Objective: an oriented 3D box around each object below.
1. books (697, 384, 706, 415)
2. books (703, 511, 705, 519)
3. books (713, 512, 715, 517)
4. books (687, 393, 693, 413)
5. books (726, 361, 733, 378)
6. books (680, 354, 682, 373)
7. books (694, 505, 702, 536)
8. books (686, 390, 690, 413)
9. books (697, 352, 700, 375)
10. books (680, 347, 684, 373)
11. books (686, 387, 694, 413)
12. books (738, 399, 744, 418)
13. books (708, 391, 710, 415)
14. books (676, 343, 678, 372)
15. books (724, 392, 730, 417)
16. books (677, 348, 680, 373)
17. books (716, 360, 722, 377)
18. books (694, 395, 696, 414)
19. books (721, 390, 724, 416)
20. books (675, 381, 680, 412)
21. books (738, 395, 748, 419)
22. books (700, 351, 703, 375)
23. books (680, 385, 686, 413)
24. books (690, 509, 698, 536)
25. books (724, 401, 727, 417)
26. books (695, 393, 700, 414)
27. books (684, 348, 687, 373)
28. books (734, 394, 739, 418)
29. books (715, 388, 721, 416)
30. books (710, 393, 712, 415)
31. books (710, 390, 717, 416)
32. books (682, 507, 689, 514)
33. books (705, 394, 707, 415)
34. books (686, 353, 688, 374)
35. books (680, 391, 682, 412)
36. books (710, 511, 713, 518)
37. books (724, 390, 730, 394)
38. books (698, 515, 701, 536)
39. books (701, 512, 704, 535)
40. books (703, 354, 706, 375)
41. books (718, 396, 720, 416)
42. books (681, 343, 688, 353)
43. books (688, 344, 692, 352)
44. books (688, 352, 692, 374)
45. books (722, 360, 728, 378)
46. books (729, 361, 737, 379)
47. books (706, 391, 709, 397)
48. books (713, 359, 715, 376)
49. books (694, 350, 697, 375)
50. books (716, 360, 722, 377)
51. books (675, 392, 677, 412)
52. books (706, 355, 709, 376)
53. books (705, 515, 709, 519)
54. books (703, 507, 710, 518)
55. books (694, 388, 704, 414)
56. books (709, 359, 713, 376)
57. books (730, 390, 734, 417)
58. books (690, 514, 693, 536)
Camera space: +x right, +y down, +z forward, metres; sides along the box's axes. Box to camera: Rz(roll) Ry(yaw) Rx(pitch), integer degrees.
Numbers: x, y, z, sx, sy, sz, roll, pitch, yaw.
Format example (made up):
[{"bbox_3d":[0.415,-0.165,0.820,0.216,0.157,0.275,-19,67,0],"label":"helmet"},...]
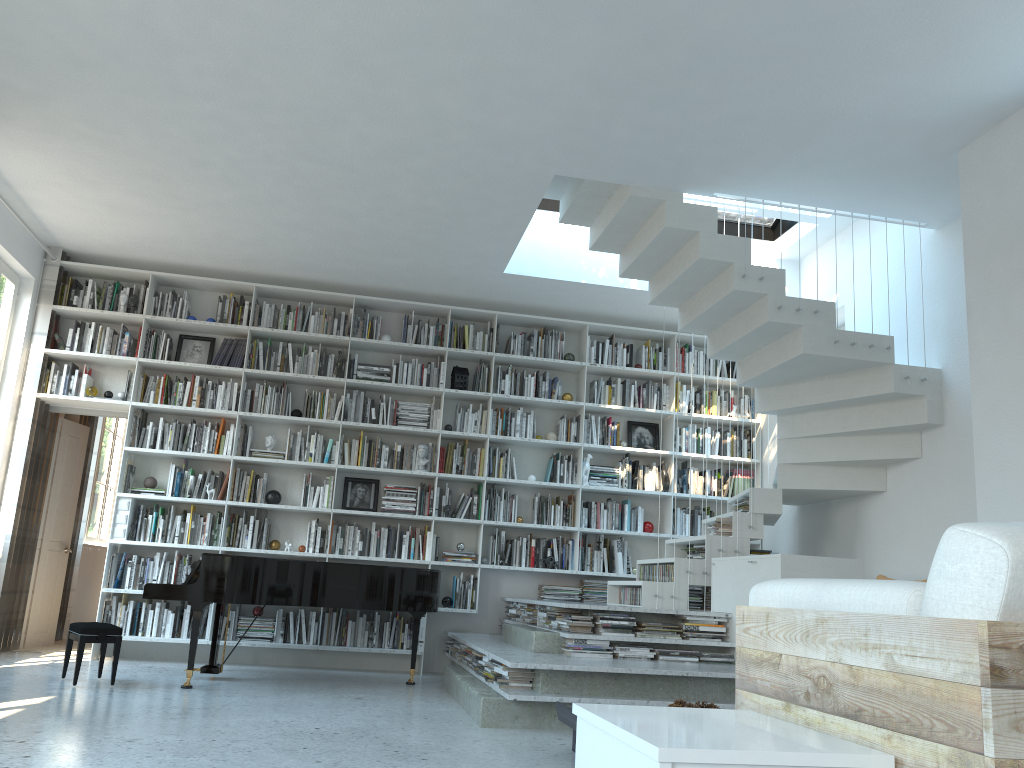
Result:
[{"bbox_3d":[1.754,0.164,8.223,0.022,0.296,0.152,6,-13,-10],"label":"books"},{"bbox_3d":[1.721,1.288,8.083,0.027,0.241,0.132,6,-13,-10],"label":"books"},{"bbox_3d":[1.808,1.295,8.085,0.013,0.239,0.166,6,-13,-10],"label":"books"},{"bbox_3d":[1.623,0.199,8.182,0.024,0.193,0.190,6,-13,-10],"label":"books"},{"bbox_3d":[2.046,-0.100,8.404,0.024,0.192,0.187,6,-13,-10],"label":"books"},{"bbox_3d":[1.560,-0.158,8.348,0.025,0.222,0.137,6,-13,-10],"label":"books"},{"bbox_3d":[1.691,1.256,8.073,0.013,0.296,0.141,6,-13,-10],"label":"books"},{"bbox_3d":[1.587,0.182,8.185,0.049,0.223,0.162,6,-13,-10],"label":"books"},{"bbox_3d":[1.731,-0.161,8.371,0.022,0.258,0.163,6,-13,-10],"label":"books"},{"bbox_3d":[1.584,-0.190,8.344,0.013,0.285,0.151,6,-13,-10],"label":"books"},{"bbox_3d":[1.646,0.170,8.208,0.023,0.263,0.158,6,-13,-10],"label":"books"},{"bbox_3d":[2.132,0.260,8.354,0.023,0.213,0.181,6,-13,-10],"label":"books"},{"bbox_3d":[1.802,0.200,8.235,0.012,0.237,0.166,6,-13,-10],"label":"books"},{"bbox_3d":[1.519,-0.212,8.326,0.011,0.312,0.173,6,-13,-10],"label":"books"},{"bbox_3d":[2.009,0.224,8.334,0.022,0.260,0.161,6,-13,-10],"label":"books"},{"bbox_3d":[1.541,-0.188,8.339,0.022,0.274,0.160,6,-13,-10],"label":"books"},{"bbox_3d":[1.932,-0.117,8.403,0.057,0.211,0.163,6,-13,-10],"label":"books"},{"bbox_3d":[1.666,0.214,8.246,0.038,0.198,0.171,6,-13,-10],"label":"books"},{"bbox_3d":[1.950,0.212,8.345,0.024,0.280,0.154,6,-13,-10],"label":"books"},{"bbox_3d":[1.512,0.139,8.176,0.010,0.293,0.183,6,-13,-10],"label":"books"},{"bbox_3d":[2.179,0.246,8.377,0.029,0.257,0.163,6,-13,-10],"label":"books"},{"bbox_3d":[1.756,-0.161,8.376,0.029,0.263,0.179,6,-13,-10],"label":"books"},{"bbox_3d":[1.554,0.156,8.172,0.026,0.262,0.189,6,-13,-10],"label":"books"},{"bbox_3d":[1.635,1.267,8.031,0.027,0.248,0.184,6,-13,-10],"label":"books"},{"bbox_3d":[1.976,0.263,8.339,0.034,0.182,0.157,6,-13,-10],"label":"books"},{"bbox_3d":[1.704,0.203,8.220,0.025,0.211,0.135,6,-13,-10],"label":"books"},{"bbox_3d":[1.598,-0.183,8.332,0.012,0.268,0.185,6,-13,-10],"label":"books"},{"bbox_3d":[2.087,0.237,8.353,0.070,0.253,0.154,6,-13,-10],"label":"books"},{"bbox_3d":[1.922,0.200,8.330,0.010,0.294,0.165,6,-13,-10],"label":"books"},{"bbox_3d":[1.816,0.206,8.226,0.013,0.222,0.175,6,-13,-10],"label":"books"},{"bbox_3d":[1.839,0.204,8.255,0.042,0.241,0.248,6,-13,-10],"label":"books"},{"bbox_3d":[1.579,1.260,8.056,0.024,0.266,0.133,6,-13,-10],"label":"books"},{"bbox_3d":[1.768,0.210,8.220,0.014,0.205,0.184,6,-13,-10],"label":"books"},{"bbox_3d":[1.613,-0.161,8.333,0.022,0.228,0.175,6,-13,-10],"label":"books"},{"bbox_3d":[1.526,0.184,8.170,0.024,0.205,0.166,6,-13,-10],"label":"books"},{"bbox_3d":[1.795,1.288,8.088,0.012,0.253,0.161,6,-13,-10],"label":"books"},{"bbox_3d":[2.023,0.214,8.361,0.011,0.293,0.151,6,-13,-10],"label":"books"},{"bbox_3d":[1.668,1.300,8.059,0.027,0.200,0.164,6,-13,-10],"label":"books"},{"bbox_3d":[1.704,1.288,8.062,0.014,0.230,0.172,6,-13,-10],"label":"books"},{"bbox_3d":[1.792,-0.148,8.389,0.027,0.249,0.155,6,-13,-10],"label":"books"},{"bbox_3d":[1.905,0.233,8.311,0.023,0.220,0.172,6,-13,-10],"label":"books"},{"bbox_3d":[1.629,-0.205,8.368,0.014,0.330,0.143,6,-13,-10],"label":"books"},{"bbox_3d":[1.663,-0.198,8.376,0.012,0.325,0.151,6,-13,-10],"label":"books"},{"bbox_3d":[1.647,-0.163,8.348,0.023,0.243,0.183,6,-13,-10],"label":"books"},{"bbox_3d":[1.998,-0.139,8.431,0.069,0.276,0.132,6,-13,-10],"label":"books"},{"bbox_3d":[2.089,-0.118,8.433,0.068,0.246,0.160,6,-13,-10],"label":"books"},{"bbox_3d":[1.786,0.196,8.233,0.022,0.242,0.145,6,-13,-10],"label":"books"},{"bbox_3d":[1.885,-0.155,8.410,0.012,0.284,0.160,6,-13,-10],"label":"books"},{"bbox_3d":[1.707,-0.170,8.372,0.027,0.275,0.148,6,-13,-10],"label":"books"},{"bbox_3d":[1.964,-0.122,8.424,0.010,0.235,0.132,6,-13,-10],"label":"books"},{"bbox_3d":[1.485,0.142,8.195,0.036,0.293,0.135,6,-13,-10],"label":"books"},{"bbox_3d":[1.819,-0.141,8.384,0.025,0.236,0.144,6,-13,-10],"label":"books"},{"bbox_3d":[1.748,1.302,8.056,0.021,0.205,0.175,6,-13,-10],"label":"books"},{"bbox_3d":[1.765,1.267,8.075,0.011,0.284,0.161,6,-13,-10],"label":"books"},{"bbox_3d":[1.732,0.181,8.210,0.023,0.253,0.190,6,-13,-10],"label":"books"},{"bbox_3d":[1.857,-0.122,8.391,0.026,0.207,0.163,6,-13,-10],"label":"books"},{"bbox_3d":[2.042,0.217,8.352,0.023,0.286,0.163,6,-13,-10],"label":"books"},{"bbox_3d":[1.603,1.290,8.047,0.025,0.207,0.149,6,-13,-10],"label":"books"}]
